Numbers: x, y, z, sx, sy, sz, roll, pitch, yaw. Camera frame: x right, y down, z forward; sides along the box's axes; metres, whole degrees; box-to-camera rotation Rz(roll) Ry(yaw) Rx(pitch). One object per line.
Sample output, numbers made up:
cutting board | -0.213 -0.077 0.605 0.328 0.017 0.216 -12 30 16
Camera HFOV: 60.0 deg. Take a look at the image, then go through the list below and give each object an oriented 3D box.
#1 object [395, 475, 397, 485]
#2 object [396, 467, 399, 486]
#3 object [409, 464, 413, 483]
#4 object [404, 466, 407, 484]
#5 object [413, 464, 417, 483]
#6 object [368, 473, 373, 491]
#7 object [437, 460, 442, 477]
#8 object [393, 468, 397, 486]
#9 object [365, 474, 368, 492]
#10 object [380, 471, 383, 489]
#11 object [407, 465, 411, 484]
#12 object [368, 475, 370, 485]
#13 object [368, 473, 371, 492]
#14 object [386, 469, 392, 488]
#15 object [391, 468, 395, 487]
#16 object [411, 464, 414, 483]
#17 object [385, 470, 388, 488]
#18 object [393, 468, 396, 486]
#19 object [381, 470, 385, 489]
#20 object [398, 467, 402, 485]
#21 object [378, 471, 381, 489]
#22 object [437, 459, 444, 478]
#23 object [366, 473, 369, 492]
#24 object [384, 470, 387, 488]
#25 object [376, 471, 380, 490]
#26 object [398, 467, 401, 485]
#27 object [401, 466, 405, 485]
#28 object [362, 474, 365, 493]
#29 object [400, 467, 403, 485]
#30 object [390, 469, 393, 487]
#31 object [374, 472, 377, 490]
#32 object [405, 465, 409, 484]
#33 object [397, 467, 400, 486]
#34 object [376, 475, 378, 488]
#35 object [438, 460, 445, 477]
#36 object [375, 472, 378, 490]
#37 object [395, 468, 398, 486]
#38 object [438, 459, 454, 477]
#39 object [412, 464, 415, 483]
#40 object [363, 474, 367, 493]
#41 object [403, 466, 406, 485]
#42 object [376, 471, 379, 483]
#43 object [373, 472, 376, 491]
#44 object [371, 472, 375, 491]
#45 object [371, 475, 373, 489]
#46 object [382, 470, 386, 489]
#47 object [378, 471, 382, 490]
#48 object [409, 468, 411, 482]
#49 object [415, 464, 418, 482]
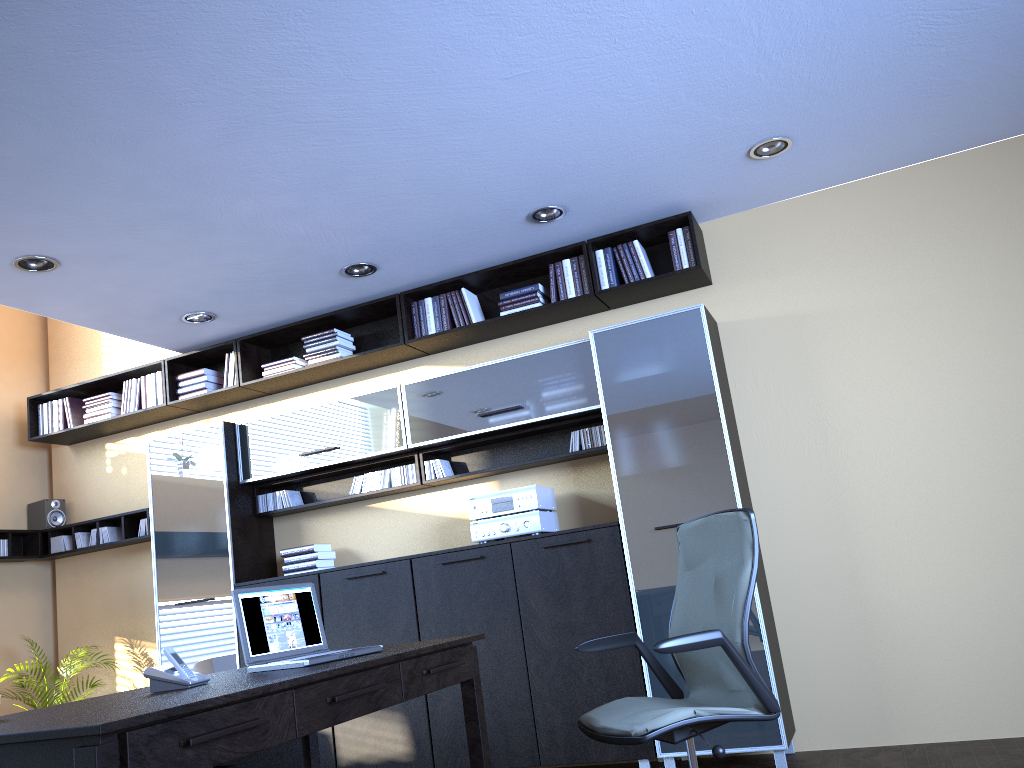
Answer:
object | -0.711 0.605 5.715 0.009 0.119 0.143 -12 -13 20
object | -0.704 0.601 5.704 0.006 0.118 0.140 -12 -13 20
object | -0.613 0.580 5.668 0.009 0.119 0.143 -12 -13 20
object | -0.650 0.588 5.682 0.009 0.119 0.143 -12 -13 20
object | -0.586 0.573 5.655 0.009 0.119 0.143 -12 -13 20
object | -0.887 0.642 5.771 0.040 0.118 0.143 -12 -13 20
object | -0.427 0.538 5.601 0.026 0.117 0.140 -12 -13 20
object | -0.722 0.606 5.714 0.009 0.119 0.143 -12 -13 20
object | -0.912 0.650 5.785 0.036 0.115 0.140 -12 -13 20
object | -0.810 0.627 5.751 0.040 0.118 0.143 -12 -13 20
object | -0.629 0.585 5.681 0.009 0.119 0.143 -12 -13 20
object | -0.893 0.646 5.780 0.040 0.118 0.143 -12 -13 20
object | -0.894 0.645 5.778 0.036 0.115 0.140 -12 -13 20
object | -0.766 0.615 5.728 0.040 0.118 0.143 -12 -13 20
object | -0.733 0.607 5.713 0.009 0.119 0.143 -12 -13 20
object | -0.603 0.578 5.665 0.009 0.119 0.143 -12 -13 20
object | -0.775 0.617 5.729 0.036 0.115 0.140 -12 -13 20
object | -0.723 0.605 5.711 0.006 0.118 0.140 -12 -13 20
object | -0.803 0.624 5.741 0.040 0.118 0.143 -12 -13 20
object | -0.686 0.597 5.697 0.009 0.119 0.143 -12 -13 20
object | -0.822 0.628 5.746 0.036 0.115 0.140 -12 -13 20
object | -0.426 0.539 5.604 0.030 0.119 0.143 -12 -13 20
object | -0.904 0.647 5.779 0.036 0.115 0.140 -12 -13 20
object | -0.783 0.620 5.737 0.040 0.118 0.143 -12 -13 20
object | -0.832 0.630 5.749 0.040 0.118 0.143 -12 -13 20
object | -0.687 0.596 5.694 0.006 0.118 0.140 -12 -13 20
object | -0.669 0.592 5.687 0.009 0.119 0.143 -12 -13 20
object | -0.932 0.653 5.789 0.040 0.118 0.143 -12 -13 20
object | -0.676 0.595 5.697 0.009 0.119 0.143 -12 -13 20
object | -0.741 0.610 5.719 0.009 0.119 0.143 -12 -13 20
object | -0.850 0.634 5.756 0.036 0.115 0.140 -12 -13 20
object | -0.640 0.586 5.680 0.009 0.119 0.143 -12 -13 20
object | -0.697 0.598 5.697 0.009 0.119 0.143 -12 -13 20
object | -0.839 0.632 5.755 0.036 0.115 0.140 -12 -13 20
object | -0.413 0.536 5.597 0.036 0.115 0.140 -12 -13 20
object | -0.848 0.635 5.762 0.040 0.118 0.143 -12 -13 20
object | -0.712 0.604 5.712 0.006 0.118 0.140 -12 -13 20
object | -0.412 0.537 5.599 0.040 0.118 0.143 -12 -13 20
object | -0.592 0.576 5.666 0.009 0.119 0.143 -12 -13 20
object | -0.923 0.651 5.786 0.040 0.118 0.143 -12 -13 20
object | -0.656 0.592 5.694 0.009 0.119 0.143 -12 -13 20
object | -0.839 0.633 5.757 0.040 0.118 0.143 -12 -13 20
object | -0.857 0.637 5.766 0.040 0.118 0.143 -12 -13 20
object | -0.867 0.639 5.767 0.040 0.118 0.143 -12 -13 20
object | -0.875 0.641 5.772 0.036 0.115 0.140 -12 -13 20
object | -0.792 0.622 5.741 0.040 0.118 0.143 -12 -13 20
object | -0.820 0.628 5.751 0.040 0.118 0.143 -12 -13 20
object | -0.619 0.583 5.677 0.006 0.118 0.140 -12 -13 20
object | -0.576 0.571 5.654 0.009 0.119 0.143 -12 -13 20
